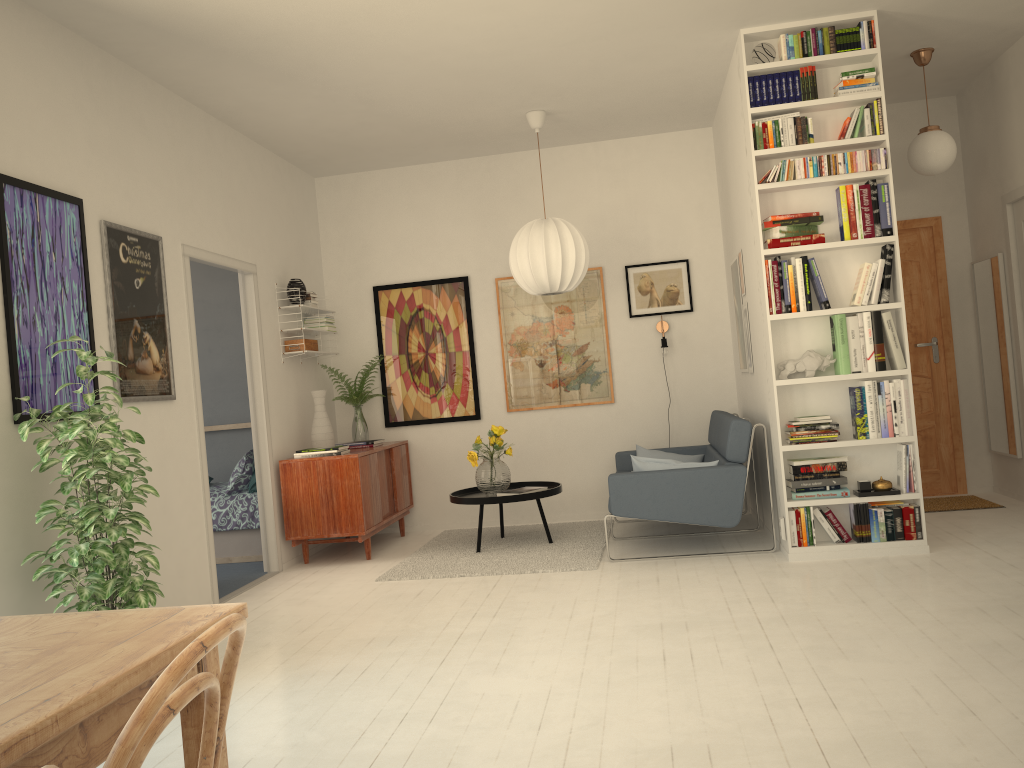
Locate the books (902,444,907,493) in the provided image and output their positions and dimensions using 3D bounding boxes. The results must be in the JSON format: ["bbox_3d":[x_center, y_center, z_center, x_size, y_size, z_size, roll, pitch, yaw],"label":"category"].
[{"bbox_3d":[2.116,0.453,4.828,0.030,0.256,0.198,-5,0,8],"label":"books"}]

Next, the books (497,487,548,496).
[{"bbox_3d":[0.070,0.719,5.892,0.200,0.031,0.289,-5,0,42],"label":"books"}]

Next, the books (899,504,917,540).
[{"bbox_3d":[2.129,0.740,4.811,0.056,0.180,0.202,-5,0,8],"label":"books"}]

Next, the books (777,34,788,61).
[{"bbox_3d":[1.489,-1.824,4.890,0.026,0.149,0.155,-5,0,8],"label":"books"}]

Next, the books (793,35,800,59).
[{"bbox_3d":[1.555,-1.821,4.915,0.025,0.131,0.253,-5,0,8],"label":"books"}]

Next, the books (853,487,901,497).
[{"bbox_3d":[1.966,0.584,4.782,0.214,0.023,0.130,-5,0,8],"label":"books"}]

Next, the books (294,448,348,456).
[{"bbox_3d":[-1.287,0.457,5.988,0.296,0.015,0.240,-5,0,8],"label":"books"}]

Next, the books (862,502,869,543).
[{"bbox_3d":[1.907,0.742,4.841,0.015,0.214,0.202,-5,0,8],"label":"books"}]

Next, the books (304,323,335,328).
[{"bbox_3d":[-1.457,-0.437,6.714,0.168,0.021,0.197,-5,0,11],"label":"books"}]

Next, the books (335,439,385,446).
[{"bbox_3d":[-1.160,0.443,6.599,0.368,0.020,0.255,-5,0,11],"label":"books"}]

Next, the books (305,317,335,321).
[{"bbox_3d":[-1.455,-0.487,6.722,0.153,0.013,0.197,-5,0,11],"label":"books"}]

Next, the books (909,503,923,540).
[{"bbox_3d":[2.175,0.737,4.823,0.032,0.176,0.230,-5,0,8],"label":"books"}]

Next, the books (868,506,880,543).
[{"bbox_3d":[1.955,0.756,4.848,0.044,0.179,0.224,-5,0,8],"label":"books"}]

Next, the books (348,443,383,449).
[{"bbox_3d":[-1.173,0.465,6.595,0.371,0.022,0.259,-5,0,8],"label":"books"}]

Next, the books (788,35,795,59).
[{"bbox_3d":[1.525,-1.822,4.876,0.023,0.137,0.161,-5,0,8],"label":"books"}]

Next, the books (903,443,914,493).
[{"bbox_3d":[2.143,0.450,4.816,0.008,0.256,0.184,-5,0,8],"label":"books"}]

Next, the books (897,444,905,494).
[{"bbox_3d":[2.106,0.454,4.827,0.034,0.257,0.209,-5,0,8],"label":"books"}]

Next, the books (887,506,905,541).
[{"bbox_3d":[2.080,0.749,4.839,0.050,0.170,0.221,-5,0,8],"label":"books"}]

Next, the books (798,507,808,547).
[{"bbox_3d":[1.591,0.775,4.882,0.020,0.211,0.185,-5,0,8],"label":"books"}]

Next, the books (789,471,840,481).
[{"bbox_3d":[1.659,0.501,4.878,0.247,0.039,0.143,-5,0,5],"label":"books"}]

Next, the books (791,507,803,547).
[{"bbox_3d":[1.568,0.780,4.890,0.026,0.206,0.187,-5,0,8],"label":"books"}]

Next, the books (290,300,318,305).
[{"bbox_3d":[-1.501,-0.585,6.421,0.158,0.019,0.131,-5,0,10],"label":"books"}]

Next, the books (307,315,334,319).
[{"bbox_3d":[-1.451,-0.502,6.719,0.147,0.016,0.195,-5,0,6],"label":"books"}]

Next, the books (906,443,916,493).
[{"bbox_3d":[2.148,0.449,4.803,0.007,0.257,0.181,-5,0,8],"label":"books"}]

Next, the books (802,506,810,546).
[{"bbox_3d":[1.609,0.775,4.893,0.012,0.206,0.193,-5,0,8],"label":"books"}]

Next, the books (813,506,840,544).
[{"bbox_3d":[1.711,0.767,4.866,0.135,0.200,0.134,-5,0,8],"label":"books"}]

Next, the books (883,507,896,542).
[{"bbox_3d":[2.030,0.757,4.832,0.048,0.163,0.209,-5,0,8],"label":"books"}]

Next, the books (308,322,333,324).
[{"bbox_3d":[-1.456,-0.453,6.730,0.147,0.012,0.195,-5,0,6],"label":"books"}]

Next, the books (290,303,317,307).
[{"bbox_3d":[-1.508,-0.561,6.420,0.159,0.028,0.147,-5,0,5],"label":"books"}]

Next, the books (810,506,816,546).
[{"bbox_3d":[1.639,0.768,4.874,0.010,0.215,0.193,-5,0,8],"label":"books"}]

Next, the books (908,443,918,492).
[{"bbox_3d":[2.155,0.449,4.793,0.011,0.256,0.139,-5,0,8],"label":"books"}]

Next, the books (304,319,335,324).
[{"bbox_3d":[-1.457,-0.470,6.715,0.173,0.023,0.190,-5,0,8],"label":"books"}]

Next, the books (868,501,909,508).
[{"bbox_3d":[2.038,0.653,4.824,0.193,0.012,0.130,-5,0,8],"label":"books"}]

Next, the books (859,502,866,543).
[{"bbox_3d":[1.891,0.743,4.836,0.015,0.214,0.202,-5,0,8],"label":"books"}]

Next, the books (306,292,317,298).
[{"bbox_3d":[-1.506,-0.637,6.409,0.178,0.036,0.145,-5,0,1],"label":"books"}]

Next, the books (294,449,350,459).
[{"bbox_3d":[-1.276,0.473,5.987,0.320,0.020,0.237,-5,0,4],"label":"books"}]

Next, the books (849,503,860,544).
[{"bbox_3d":[1.862,0.746,4.846,0.015,0.214,0.202,-5,0,8],"label":"books"}]

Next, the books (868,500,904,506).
[{"bbox_3d":[2.021,0.645,4.808,0.165,0.006,0.103,-5,0,8],"label":"books"}]

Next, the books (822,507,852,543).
[{"bbox_3d":[1.773,0.769,4.857,0.131,0.188,0.136,-5,0,8],"label":"books"}]

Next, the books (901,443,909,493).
[{"bbox_3d":[2.120,0.453,4.792,0.033,0.258,0.130,-5,-1,8],"label":"books"}]

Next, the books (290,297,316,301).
[{"bbox_3d":[-1.514,-0.606,6.416,0.155,0.024,0.136,-5,0,1],"label":"books"}]

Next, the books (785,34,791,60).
[{"bbox_3d":[1.511,-1.825,4.904,0.013,0.146,0.208,-5,0,8],"label":"books"}]

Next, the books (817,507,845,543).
[{"bbox_3d":[1.741,0.768,4.855,0.118,0.192,0.118,-5,0,8],"label":"books"}]

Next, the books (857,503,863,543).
[{"bbox_3d":[1.878,0.744,4.851,0.015,0.214,0.202,-5,0,8],"label":"books"}]

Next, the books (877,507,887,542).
[{"bbox_3d":[1.990,0.754,4.838,0.032,0.176,0.222,-5,0,8],"label":"books"}]

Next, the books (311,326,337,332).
[{"bbox_3d":[-1.447,-0.409,6.721,0.179,0.037,0.190,-5,0,8],"label":"books"}]

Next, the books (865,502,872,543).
[{"bbox_3d":[1.923,0.740,4.845,0.015,0.214,0.202,-5,0,8],"label":"books"}]

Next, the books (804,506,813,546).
[{"bbox_3d":[1.625,0.769,4.891,0.021,0.215,0.174,-5,0,8],"label":"books"}]

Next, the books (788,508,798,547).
[{"bbox_3d":[1.537,0.787,4.898,0.039,0.199,0.185,-5,0,8],"label":"books"}]

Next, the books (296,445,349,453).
[{"bbox_3d":[-1.277,0.441,5.986,0.311,0.015,0.192,-5,0,12],"label":"books"}]
